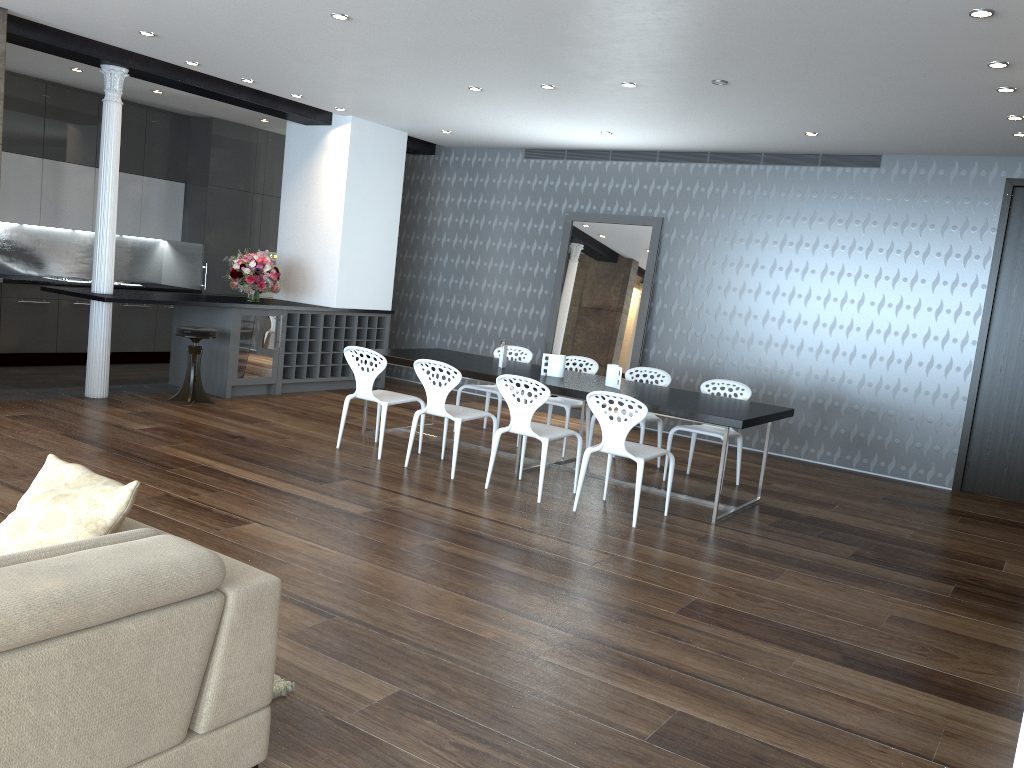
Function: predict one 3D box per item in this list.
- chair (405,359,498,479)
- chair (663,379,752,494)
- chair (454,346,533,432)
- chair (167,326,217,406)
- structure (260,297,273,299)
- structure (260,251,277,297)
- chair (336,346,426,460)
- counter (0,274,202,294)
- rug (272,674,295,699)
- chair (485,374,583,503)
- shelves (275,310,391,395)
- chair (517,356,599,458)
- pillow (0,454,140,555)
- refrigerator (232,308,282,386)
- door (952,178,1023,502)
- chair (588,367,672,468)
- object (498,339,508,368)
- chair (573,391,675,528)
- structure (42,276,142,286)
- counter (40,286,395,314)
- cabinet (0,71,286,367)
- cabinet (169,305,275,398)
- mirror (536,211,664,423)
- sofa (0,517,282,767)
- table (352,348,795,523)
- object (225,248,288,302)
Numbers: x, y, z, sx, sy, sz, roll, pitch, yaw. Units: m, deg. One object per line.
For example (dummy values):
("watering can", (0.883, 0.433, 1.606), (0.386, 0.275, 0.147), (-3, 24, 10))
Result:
("chair", (-0.458, 0.231, 6.583), (0.495, 0.835, 0.581), (11, 8, 32))
("chair", (1.610, 0.391, 7.169), (0.495, 0.835, 0.581), (11, 8, 32))
("chair", (-0.143, 0.062, 8.291), (0.495, 0.835, 0.581), (11, 8, 32))
("chair", (-0.663, 0.493, 5.861), (21.556, 0.952, 16.134), (11, 8, 32))
("structure", (-3.452, -0.902, 12.052), (0.591, 0.596, 0.595), (11, 8, 32))
("structure", (-3.386, -1.496, 11.981), (0.591, 0.596, 0.595), (11, 8, 32))
("chair", (-1.039, 0.121, 6.961), (0.495, 0.835, 0.581), (11, 8, 32))
("counter", (-5.133, -1.032, 9.614), (0.807, 0.223, 3.597), (11, 8, 32))
("rug", (-3.134, 0.888, 2.048), (2.972, 0.020, 4.231), (11, 8, 32))
("chair", (0.151, 0.346, 6.183), (0.495, 0.835, 0.581), (11, 8, 32))
("shelves", (-2.323, -0.432, 10.144), (0.900, 0.897, 1.700), (11, 8, 32))
("chair", (0.441, 0.172, 7.917), (0.495, 0.835, 0.581), (11, 8, 32))
("pillow", (-1.379, 0.436, 2.612), (0.518, 0.393, 0.395), (11, 8, 36))
("refrigerator", (-2.579, -0.378, 8.950), (0.075, 0.774, 0.578), (11, 8, 36))
("door", (4.646, -0.342, 7.762), (1.000, 2.814, 0.246), (11, 8, 32))
("chair", (1.025, 0.281, 7.543), (0.495, 0.835, 0.581), (11, 8, 32))
("object", (-0.088, -0.253, 7.323), (0.076, 0.233, 0.161), (8, 7, 14))
("chair", (0.740, 0.453, 5.829), (0.495, 0.835, 0.581), (11, 8, 32))
("structure", (-4.757, -1.157, 10.085), (0.520, 0.066, 0.900), (11, 8, 32))
("counter", (-2.816, -0.855, 9.251), (1.000, 0.040, 3.700), (11, 8, 32))
("cabinet", (-4.011, -1.798, 11.124), (0.827, 2.980, 7.409), (11, 8, 32))
("cabinet", (-2.960, -0.386, 9.163), (0.900, 0.897, 0.642), (11, 8, 32))
("mirror", (0.944, -0.742, 9.874), (1.200, 2.294, 0.240), (11, 8, 32))
("sofa", (-1.756, 0.617, 1.654), (1.021, 0.950, 2.581), (11, 8, 32))
("table", (0.354, 0.307, 7.139), (3.400, 0.733, 1.200), (11, 8, 32))
("object", (-2.668, -1.132, 9.215), (0.570, 0.552, 0.544), (12, 9, 38))
